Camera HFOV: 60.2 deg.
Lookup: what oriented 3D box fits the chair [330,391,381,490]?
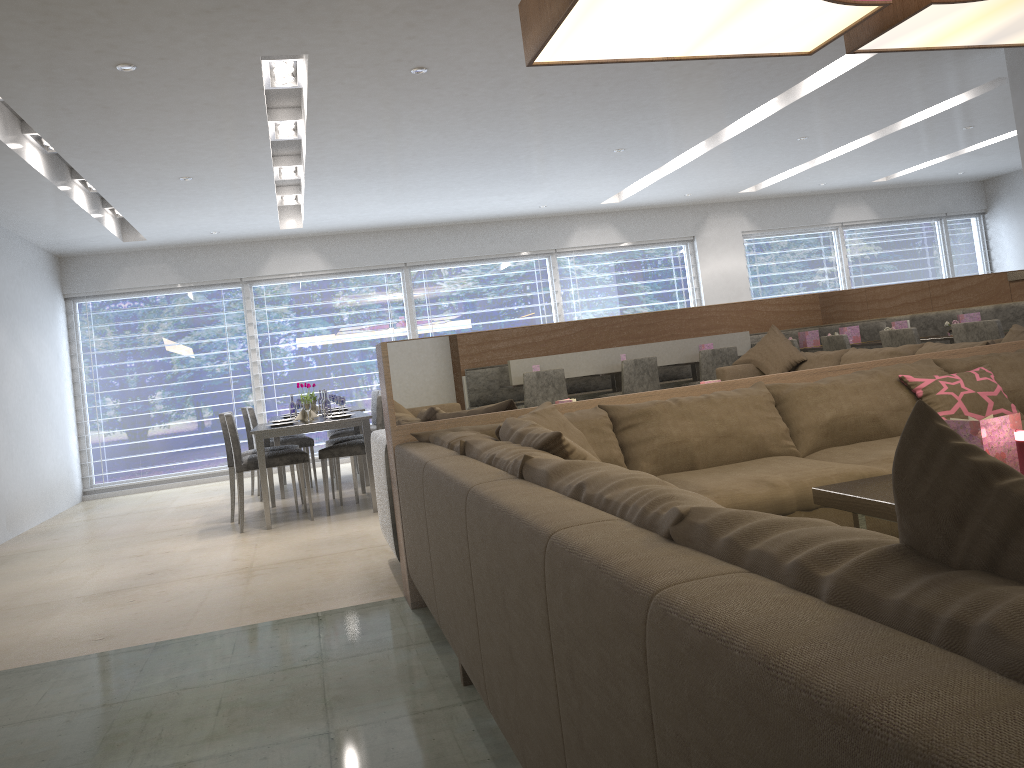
[{"bbox_3d":[-1.298,0.464,7.585,0.493,0.765,0.475,-7,-2,-9],"label":"chair"}]

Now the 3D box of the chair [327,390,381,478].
[{"bbox_3d":[-1.418,0.465,8.116,0.493,0.765,0.474,-6,-2,-19],"label":"chair"}]

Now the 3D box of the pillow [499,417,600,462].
[{"bbox_3d":[0.158,0.256,2.478,0.313,0.340,0.492,-7,0,-19],"label":"pillow"}]

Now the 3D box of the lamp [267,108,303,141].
[{"bbox_3d":[-1.584,-1.807,6.185,0.227,0.101,0.486,-7,1,-14],"label":"lamp"}]

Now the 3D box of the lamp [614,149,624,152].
[{"bbox_3d":[0.887,-1.935,7.334,0.088,0.007,0.089,-6,2,31],"label":"lamp"}]

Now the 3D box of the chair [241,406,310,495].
[{"bbox_3d":[-2.113,0.555,7.932,0.493,0.765,0.475,-7,-2,-9],"label":"chair"}]

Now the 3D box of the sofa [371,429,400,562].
[{"bbox_3d":[1.250,0.302,4.393,3.805,0.630,0.832,-7,0,-14],"label":"sofa"}]

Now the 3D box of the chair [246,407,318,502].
[{"bbox_3d":[-1.934,0.546,7.436,0.493,0.765,0.474,-6,-2,-19],"label":"chair"}]

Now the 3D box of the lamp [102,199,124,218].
[{"bbox_3d":[-3.592,-1.610,8.121,0.227,0.101,0.486,-7,1,-14],"label":"lamp"}]

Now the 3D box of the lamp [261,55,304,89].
[{"bbox_3d":[-1.316,-1.811,5.079,0.227,0.101,0.486,-7,1,-14],"label":"lamp"}]

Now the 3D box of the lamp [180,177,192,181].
[{"bbox_3d":[-2.400,-1.509,6.509,0.088,0.007,0.089,-6,2,31],"label":"lamp"}]

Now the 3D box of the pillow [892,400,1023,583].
[{"bbox_3d":[0.534,0.199,0.787,0.280,0.406,0.529,-6,0,-25],"label":"pillow"}]

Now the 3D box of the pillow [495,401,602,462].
[{"bbox_3d":[0.150,0.247,2.975,0.296,0.357,0.503,-7,0,18],"label":"pillow"}]

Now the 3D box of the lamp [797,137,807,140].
[{"bbox_3d":[2.544,-2.149,7.750,0.088,0.007,0.089,-6,2,31],"label":"lamp"}]

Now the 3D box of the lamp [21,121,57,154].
[{"bbox_3d":[-3.035,-1.619,5.820,0.227,0.101,0.486,-7,1,-14],"label":"lamp"}]

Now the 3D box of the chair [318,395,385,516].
[{"bbox_3d":[-0.995,0.466,6.083,0.491,0.765,0.477,-7,-2,16],"label":"chair"}]

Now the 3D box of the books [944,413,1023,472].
[{"bbox_3d":[1.289,0.171,2.381,0.256,0.165,0.143,-7,-1,40],"label":"books"}]

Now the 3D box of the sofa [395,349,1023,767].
[{"bbox_3d":[1.766,0.270,2.224,3.773,0.677,3.168,-7,1,-14],"label":"sofa"}]

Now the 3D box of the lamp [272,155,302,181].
[{"bbox_3d":[-1.880,-1.802,7.407,0.227,0.101,0.486,-7,1,-14],"label":"lamp"}]

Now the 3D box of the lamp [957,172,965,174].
[{"bbox_3d":[5.534,-2.599,10.904,0.088,0.007,0.089,-6,2,31],"label":"lamp"}]

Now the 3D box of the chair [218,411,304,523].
[{"bbox_3d":[-1.818,0.558,6.446,0.493,0.765,0.475,-7,-2,-9],"label":"chair"}]

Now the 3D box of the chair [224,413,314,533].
[{"bbox_3d":[-1.638,0.548,5.950,0.493,0.765,0.474,-6,-2,-19],"label":"chair"}]

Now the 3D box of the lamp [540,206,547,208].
[{"bbox_3d":[0.339,-1.926,9.599,0.088,0.007,0.089,-6,2,31],"label":"lamp"}]

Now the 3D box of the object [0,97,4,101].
[{"bbox_3d":[-2.768,-1.623,4.714,0.227,0.101,0.486,-7,1,-14],"label":"object"}]

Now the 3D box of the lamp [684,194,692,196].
[{"bbox_3d":[1.996,-2.141,10.015,0.088,0.007,0.089,-6,2,31],"label":"lamp"}]

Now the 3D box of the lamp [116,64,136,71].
[{"bbox_3d":[-1.852,-1.518,4.244,0.088,0.007,0.089,-6,2,31],"label":"lamp"}]

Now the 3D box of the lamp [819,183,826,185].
[{"bbox_3d":[3.665,-2.357,10.434,0.088,0.007,0.089,-6,2,31],"label":"lamp"}]

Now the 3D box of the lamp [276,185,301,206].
[{"bbox_3d":[-2.141,-1.798,8.486,0.227,0.101,0.486,-7,1,-14],"label":"lamp"}]

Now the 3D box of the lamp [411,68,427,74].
[{"bbox_3d":[-0.503,-1.698,4.797,0.088,0.007,0.089,-6,2,31],"label":"lamp"}]

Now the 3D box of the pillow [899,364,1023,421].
[{"bbox_3d":[1.791,0.060,3.505,0.465,0.253,0.179,-7,-1,-18],"label":"pillow"}]

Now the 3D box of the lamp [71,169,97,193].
[{"bbox_3d":[-3.331,-1.614,7.042,0.227,0.101,0.486,-7,1,-14],"label":"lamp"}]

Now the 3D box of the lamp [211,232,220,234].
[{"bbox_3d":[-2.948,-1.500,8.773,0.088,0.007,0.089,-6,2,31],"label":"lamp"}]

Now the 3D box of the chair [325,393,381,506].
[{"bbox_3d":[-1.122,0.467,6.641,0.493,0.765,0.474,-6,-2,-19],"label":"chair"}]

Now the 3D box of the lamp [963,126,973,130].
[{"bbox_3d":[4.213,-2.365,8.170,0.088,0.007,0.089,-6,2,31],"label":"lamp"}]
